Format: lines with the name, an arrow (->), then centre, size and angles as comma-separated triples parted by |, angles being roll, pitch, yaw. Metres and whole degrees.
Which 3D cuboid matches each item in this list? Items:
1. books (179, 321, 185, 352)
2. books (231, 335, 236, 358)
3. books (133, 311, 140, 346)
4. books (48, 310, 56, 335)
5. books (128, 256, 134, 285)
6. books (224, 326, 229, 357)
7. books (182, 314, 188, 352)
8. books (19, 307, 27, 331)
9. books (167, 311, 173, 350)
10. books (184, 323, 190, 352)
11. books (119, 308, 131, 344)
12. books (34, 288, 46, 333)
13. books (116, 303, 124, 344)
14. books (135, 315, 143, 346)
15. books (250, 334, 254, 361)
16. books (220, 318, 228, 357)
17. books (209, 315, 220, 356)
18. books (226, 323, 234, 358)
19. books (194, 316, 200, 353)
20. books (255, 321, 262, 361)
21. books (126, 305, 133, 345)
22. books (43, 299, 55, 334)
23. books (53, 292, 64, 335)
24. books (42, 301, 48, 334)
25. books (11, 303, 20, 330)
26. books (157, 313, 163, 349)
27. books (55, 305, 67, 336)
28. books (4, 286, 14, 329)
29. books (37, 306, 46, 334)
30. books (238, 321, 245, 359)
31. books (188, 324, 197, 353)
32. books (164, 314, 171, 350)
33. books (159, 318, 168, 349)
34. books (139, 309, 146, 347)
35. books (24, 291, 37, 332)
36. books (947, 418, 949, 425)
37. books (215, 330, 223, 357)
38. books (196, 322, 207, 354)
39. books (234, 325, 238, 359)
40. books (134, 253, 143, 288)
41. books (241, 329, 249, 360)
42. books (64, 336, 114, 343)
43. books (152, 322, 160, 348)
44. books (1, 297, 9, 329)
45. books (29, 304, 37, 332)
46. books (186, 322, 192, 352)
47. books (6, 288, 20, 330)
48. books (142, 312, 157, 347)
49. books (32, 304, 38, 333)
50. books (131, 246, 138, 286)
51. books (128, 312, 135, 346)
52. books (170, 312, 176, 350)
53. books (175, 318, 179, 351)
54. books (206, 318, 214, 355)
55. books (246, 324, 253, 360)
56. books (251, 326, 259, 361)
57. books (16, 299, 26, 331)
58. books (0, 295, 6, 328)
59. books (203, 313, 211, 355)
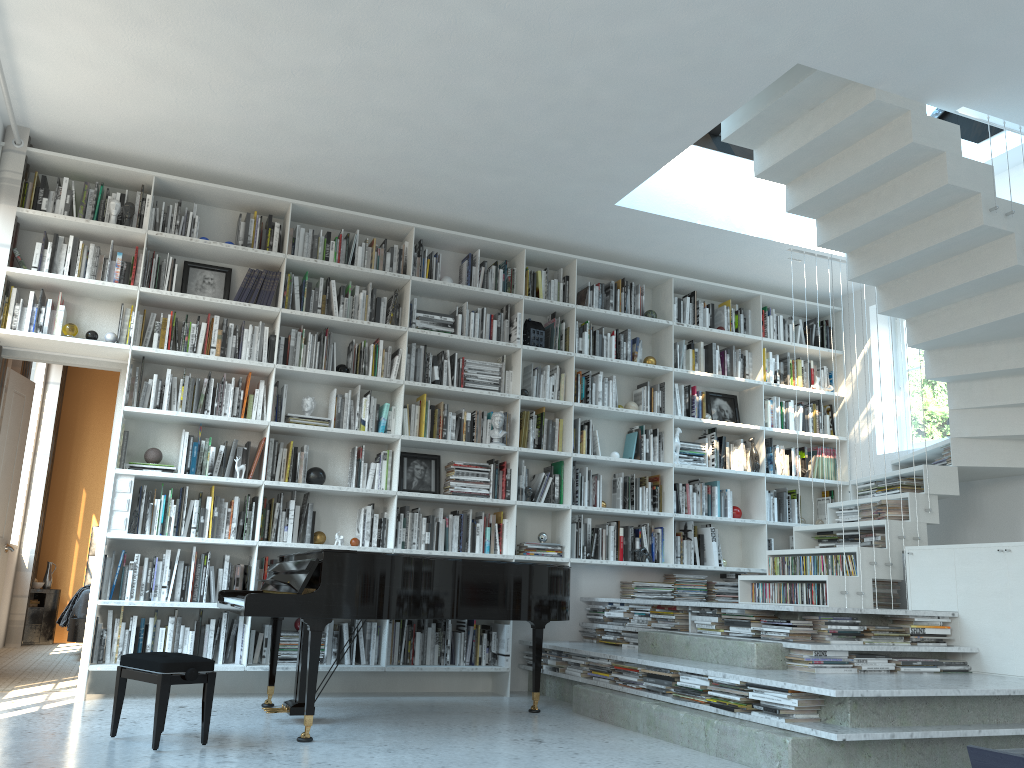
books -> -2.084, -0.265, 5.591 | 0.012, 0.230, 0.150 | 7, -14, -22
books -> -1.799, -0.205, 5.699 | 0.022, 0.185, 0.137 | 7, -14, -22
books -> -2.328, -0.309, 5.494 | 0.012, 0.253, 0.161 | 7, -14, -22
books -> -2.755, -0.333, 5.324 | 0.029, 0.191, 0.134 | 7, -14, -22
books -> -2.384, -0.665, 5.549 | 0.014, 0.235, 0.144 | 7, -14, -22
books -> -1.836, -0.236, 5.675 | 0.013, 0.231, 0.172 | 7, -14, -22
books -> -2.070, -0.287, 5.597 | 0.012, 0.276, 0.151 | 7, -14, -22
books -> -2.898, -0.349, 5.268 | 0.029, 0.184, 0.135 | 7, -14, -22
books -> -2.147, -0.300, 5.559 | 0.020, 0.280, 0.165 | 7, -14, -22
books -> -2.055, -0.259, 5.585 | 0.014, 0.217, 0.164 | 7, -14, -22
books -> -2.394, -0.323, 5.479 | 0.044, 0.268, 0.134 | 7, -14, -22
books -> -2.809, -0.401, 5.274 | 0.013, 0.296, 0.187 | 7, -14, -22
books -> -2.411, -0.338, 5.451 | 0.012, 0.284, 0.160 | 7, -14, -22
books -> -2.310, -0.298, 5.491 | 0.022, 0.232, 0.151 | 7, -14, -22
books -> -1.696, -0.203, 5.737 | 0.013, 0.206, 0.172 | 7, -14, -22
books -> -1.856, -0.262, 5.684 | 0.025, 0.285, 0.161 | 7, -14, -22
books -> -1.900, -0.274, 5.642 | 0.030, 0.285, 0.185 | 7, -14, -22
books -> -1.822, -0.245, 5.699 | 0.029, 0.260, 0.158 | 7, -14, -22
books -> -2.004, -0.277, 5.616 | 0.014, 0.272, 0.181 | 7, -14, -22
books -> -1.652, -0.243, 5.742 | 0.012, 0.290, 0.182 | 7, -14, -22
books -> -2.362, -0.331, 5.477 | 0.010, 0.285, 0.137 | 7, -14, -22
books -> -2.761, -0.366, 5.283 | 0.021, 0.236, 0.189 | 7, -14, -22
books -> -2.726, -0.387, 5.326 | 0.013, 0.298, 0.179 | 7, -14, -22
books -> -2.786, -0.362, 5.299 | 0.010, 0.233, 0.165 | 7, -14, -22
books -> -2.927, -0.363, 5.239 | 0.029, 0.196, 0.160 | 7, -14, -22
books -> -2.202, -0.298, 5.537 | 0.010, 0.262, 0.151 | 7, -14, -22
books -> -2.703, -0.344, 5.312 | 0.029, 0.210, 0.187 | 7, -14, -22
books -> -2.971, -0.416, 5.248 | 0.013, 0.302, 0.135 | 7, -14, -22
books -> -2.799, -0.345, 5.282 | 0.024, 0.192, 0.181 | 7, -14, -22
books -> -1.751, -0.249, 5.714 | 0.012, 0.280, 0.188 | 7, -14, -22
books -> -2.023, -0.254, 5.597 | 0.031, 0.216, 0.173 | 7, -14, -22
books -> -2.161, -0.289, 5.546 | 0.014, 0.252, 0.187 | 7, -14, -22
books -> -2.182, -0.281, 5.537 | 0.030, 0.229, 0.172 | 7, -14, -22
books -> -2.290, -0.312, 5.493 | 0.012, 0.262, 0.180 | 7, -14, -22
books -> -2.866, -0.396, 5.273 | 0.022, 0.281, 0.157 | 7, -14, -22
books -> 2.940, 0.234, 5.667 | 0.283, 0.012, 0.175 | -3, -14, 22
books -> -1.873, -0.227, 5.640 | 0.029, 0.195, 0.192 | 7, -14, -22
books -> -1.978, -0.256, 5.627 | 0.047, 0.237, 0.162 | 7, -14, -22
books -> -1.780, -0.238, 5.720 | 0.035, 0.260, 0.131 | 7, -14, -22
books -> -2.348, -0.675, 5.570 | 0.037, 0.268, 0.113 | 7, -14, -22
books -> -1.731, -0.223, 5.712 | 0.030, 0.230, 0.172 | 7, -14, -22
books -> -2.562, -0.246, 5.376 | 0.285, 0.012, 0.160 | 7, -14, -20
books -> -2.214, -0.271, 5.508 | 0.026, 0.194, 0.176 | 7, -14, -22
books -> -2.976, -0.383, 5.214 | 0.013, 0.221, 0.163 | 7, -14, -22
books -> -2.853, -0.357, 5.289 | 0.023, 0.213, 0.141 | 7, -14, -22
books -> -2.045, -0.261, 5.597 | 0.011, 0.228, 0.170 | 7, -14, -22
books -> -2.946, -0.408, 5.232 | 0.023, 0.281, 0.171 | 7, -14, -22
books -> -2.263, -0.302, 5.520 | 0.062, 0.257, 0.153 | 7, -14, -22
books -> -2.829, -0.355, 5.276 | 0.011, 0.205, 0.163 | 7, -14, -22
books -> -2.365, -0.694, 5.549 | 0.014, 0.293, 0.173 | 7, -14, -22
books -> -2.336, -0.306, 5.443 | 0.021, 0.224, 0.232 | 7, -14, -22
books -> -2.128, -0.299, 5.555 | 0.011, 0.277, 0.164 | 7, -14, -22
books -> -2.109, -0.278, 5.578 | 0.047, 0.249, 0.134 | 7, -14, -22
books -> -1.926, -0.269, 5.635 | 0.023, 0.270, 0.187 | 7, -14, -22
books -> -1.706, -0.235, 5.725 | 0.022, 0.262, 0.174 | 7, -14, -22
books -> -1.681, -0.228, 5.759 | 0.024, 0.265, 0.155 | 7, -14, -22
books -> -2.905, -0.373, 5.242 | 0.010, 0.219, 0.181 | 7, -14, -22
books -> -2.987, -0.388, 5.209 | 0.013, 0.227, 0.179 | 7, -14, -22
books -> -1.950, -0.283, 5.649 | 0.014, 0.303, 0.152 | 7, -14, -22
